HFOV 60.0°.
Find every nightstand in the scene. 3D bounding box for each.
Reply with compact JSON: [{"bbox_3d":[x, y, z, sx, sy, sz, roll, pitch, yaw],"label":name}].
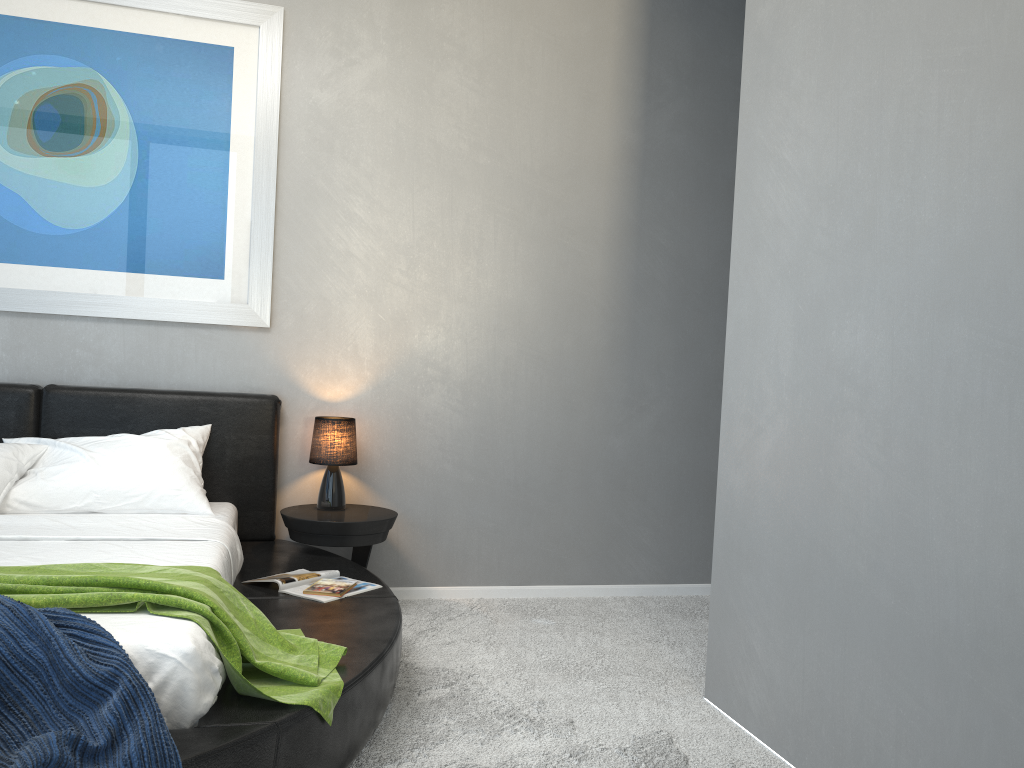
[{"bbox_3d":[-0.751,0.770,3.817,0.496,0.440,0.496,3,1,14],"label":"nightstand"}]

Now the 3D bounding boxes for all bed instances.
[{"bbox_3d":[-1.653,0.490,2.497,2.756,0.934,2.615,3,1,-15],"label":"bed"}]

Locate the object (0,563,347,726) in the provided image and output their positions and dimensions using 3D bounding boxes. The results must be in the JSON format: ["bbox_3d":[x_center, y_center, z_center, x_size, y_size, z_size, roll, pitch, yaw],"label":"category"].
[{"bbox_3d":[-1.539,0.574,2.040,2.302,0.342,0.645,3,1,-16],"label":"object"}]

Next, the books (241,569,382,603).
[{"bbox_3d":[-0.708,0.698,3.153,0.395,0.039,0.301,3,1,31],"label":"books"}]

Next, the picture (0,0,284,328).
[{"bbox_3d":[-1.906,-0.993,3.677,1.800,1.401,0.025,3,2,-15],"label":"picture"}]

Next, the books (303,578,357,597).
[{"bbox_3d":[-0.631,0.708,3.088,0.133,0.012,0.189,3,0,7],"label":"books"}]

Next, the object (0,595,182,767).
[{"bbox_3d":[-1.672,0.626,1.906,2.152,0.568,0.685,3,1,27],"label":"object"}]

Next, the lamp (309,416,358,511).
[{"bbox_3d":[-0.784,0.347,3.888,0.208,0.400,0.219,2,2,-34],"label":"lamp"}]
